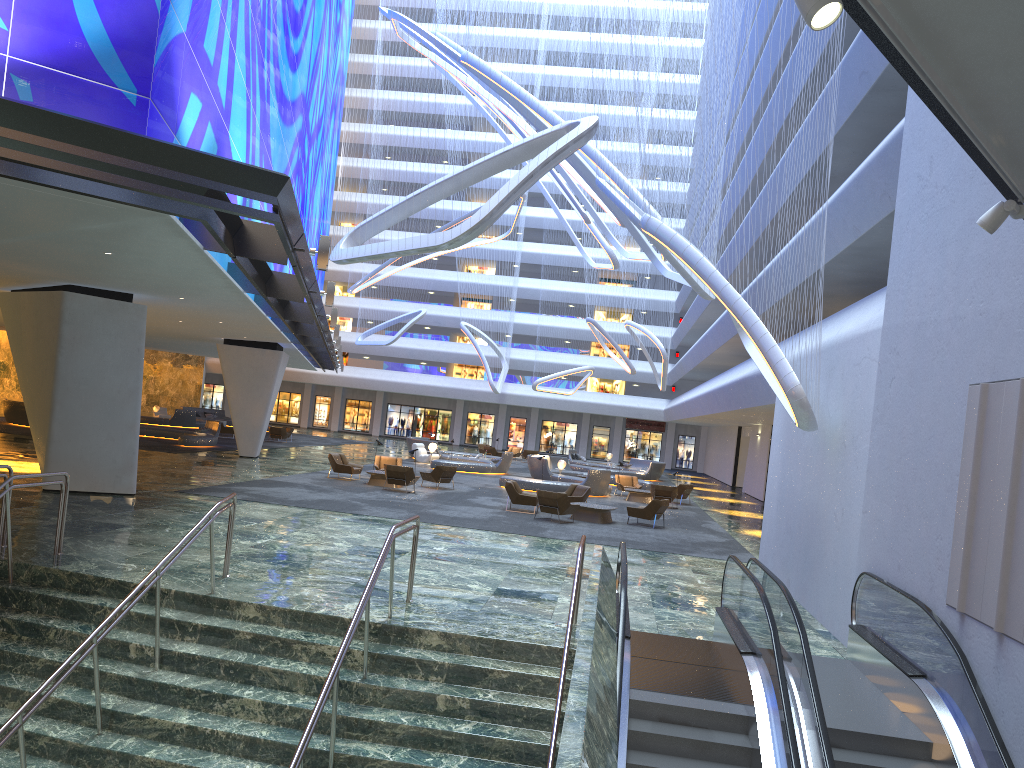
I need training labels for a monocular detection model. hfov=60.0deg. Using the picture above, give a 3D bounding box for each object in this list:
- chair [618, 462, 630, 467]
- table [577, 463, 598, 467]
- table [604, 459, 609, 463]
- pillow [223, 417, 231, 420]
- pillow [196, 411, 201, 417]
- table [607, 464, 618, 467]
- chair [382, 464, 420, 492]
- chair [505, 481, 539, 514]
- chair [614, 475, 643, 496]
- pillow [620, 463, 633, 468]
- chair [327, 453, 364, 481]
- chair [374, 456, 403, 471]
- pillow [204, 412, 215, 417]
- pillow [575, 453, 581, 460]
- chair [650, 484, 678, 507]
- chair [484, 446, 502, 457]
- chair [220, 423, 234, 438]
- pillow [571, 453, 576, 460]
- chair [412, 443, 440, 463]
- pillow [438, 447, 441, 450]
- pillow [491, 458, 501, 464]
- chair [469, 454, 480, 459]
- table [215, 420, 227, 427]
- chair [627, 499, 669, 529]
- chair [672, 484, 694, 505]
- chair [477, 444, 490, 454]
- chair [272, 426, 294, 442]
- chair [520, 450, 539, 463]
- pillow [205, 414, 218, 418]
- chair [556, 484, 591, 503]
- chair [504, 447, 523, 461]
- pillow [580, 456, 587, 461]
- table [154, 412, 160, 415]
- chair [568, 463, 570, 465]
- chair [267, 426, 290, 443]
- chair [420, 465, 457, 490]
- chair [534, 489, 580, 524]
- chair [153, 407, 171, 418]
[{"bbox_3d":[6.714,4.822,51.064,0.937,0.766,0.931,5,-2,40],"label":"chair"},{"bbox_3d":[4.100,4.611,48.391,1.202,0.392,1.204,6,-2,7],"label":"table"},{"bbox_3d":[5.831,4.907,53.981,0.419,0.595,0.427,7,-1,-39],"label":"table"},{"bbox_3d":[-18.205,2.204,56.672,0.443,0.207,0.445,6,-2,-7],"label":"pillow"},{"bbox_3d":[-19.798,1.870,55.438,0.314,0.386,0.786,6,-2,23],"label":"pillow"},{"bbox_3d":[5.918,4.975,52.584,0.671,0.406,0.674,6,-2,3],"label":"table"},{"bbox_3d":[-3.233,2.729,25.645,0.928,0.766,0.940,6,-2,13],"label":"chair"},{"bbox_3d":[0.285,3.041,23.782,0.938,0.766,0.930,6,-1,9],"label":"chair"},{"bbox_3d":[4.372,3.874,33.562,0.930,0.766,0.938,6,-1,-10],"label":"chair"},{"bbox_3d":[6.427,4.561,49.737,0.693,0.262,0.876,7,-2,-31],"label":"pillow"},{"bbox_3d":[-5.215,2.591,27.647,0.938,0.766,0.931,6,-2,15],"label":"chair"},{"bbox_3d":[-4.044,2.769,28.896,0.930,0.766,0.938,6,-1,-10],"label":"chair"},{"bbox_3d":[-19.188,1.973,56.272,0.776,0.366,0.316,8,-2,-42],"label":"pillow"},{"bbox_3d":[3.973,4.365,53.340,0.314,0.386,0.786,6,-2,22],"label":"pillow"},{"bbox_3d":[5.183,3.834,30.311,0.928,0.766,0.940,6,-2,13],"label":"chair"},{"bbox_3d":[-1.089,3.929,50.067,0.940,0.766,0.928,8,-2,-42],"label":"chair"},{"bbox_3d":[-14.142,2.250,43.729,0.940,0.766,0.928,7,-2,-22],"label":"chair"},{"bbox_3d":[3.761,4.366,53.330,0.295,0.368,0.770,6,-2,20],"label":"pillow"},{"bbox_3d":[-3.931,3.174,40.305,1.155,0.882,0.730,5,-1,26],"label":"chair"},{"bbox_3d":[-3.930,3.330,45.653,0.444,0.207,0.444,7,-2,-32],"label":"pillow"},{"bbox_3d":[-0.466,3.372,38.725,0.692,0.262,0.878,6,-2,15],"label":"pillow"},{"bbox_3d":[-2.377,3.688,44.189,1.787,0.501,0.585,7,-2,-29],"label":"chair"},{"bbox_3d":[-17.916,2.443,54.519,0.672,0.406,0.672,8,-2,-39],"label":"table"},{"bbox_3d":[3.607,3.394,23.525,0.937,0.766,0.931,5,-2,31],"label":"chair"},{"bbox_3d":[6.112,4.029,32.669,0.937,0.766,0.931,5,-2,40],"label":"chair"},{"bbox_3d":[-1.564,3.986,52.850,0.931,0.766,0.937,7,-2,-40],"label":"chair"},{"bbox_3d":[-11.960,2.589,46.261,0.941,0.766,0.928,8,-2,-45],"label":"chair"},{"bbox_3d":[1.021,4.214,51.455,0.930,0.766,0.938,7,-2,-15],"label":"chair"},{"bbox_3d":[-19.102,2.019,56.097,0.692,0.262,0.877,6,-2,-3],"label":"pillow"},{"bbox_3d":[1.678,3.247,25.159,0.940,0.766,0.928,7,-2,-31],"label":"chair"},{"bbox_3d":[0.109,4.183,53.193,0.928,0.766,0.940,6,-2,25],"label":"chair"},{"bbox_3d":[4.201,4.493,53.604,0.872,0.280,0.686,4,-3,44],"label":"pillow"},{"bbox_3d":[-20.526,1.901,50.888,0.418,0.595,0.428,6,-1,6],"label":"table"},{"bbox_3d":[2.984,4.513,50.228,0.585,0.501,0.492,5,-2,41],"label":"chair"},{"bbox_3d":[-11.689,2.542,44.315,0.929,0.766,0.939,6,-1,5],"label":"chair"},{"bbox_3d":[-2.304,2.924,28.003,0.937,0.766,0.931,5,-2,40],"label":"chair"},{"bbox_3d":[1.094,3.069,22.268,0.928,0.766,0.941,5,-2,34],"label":"chair"},{"bbox_3d":[-20.453,1.821,51.824,0.730,0.882,1.155,7,-2,-39],"label":"chair"}]
